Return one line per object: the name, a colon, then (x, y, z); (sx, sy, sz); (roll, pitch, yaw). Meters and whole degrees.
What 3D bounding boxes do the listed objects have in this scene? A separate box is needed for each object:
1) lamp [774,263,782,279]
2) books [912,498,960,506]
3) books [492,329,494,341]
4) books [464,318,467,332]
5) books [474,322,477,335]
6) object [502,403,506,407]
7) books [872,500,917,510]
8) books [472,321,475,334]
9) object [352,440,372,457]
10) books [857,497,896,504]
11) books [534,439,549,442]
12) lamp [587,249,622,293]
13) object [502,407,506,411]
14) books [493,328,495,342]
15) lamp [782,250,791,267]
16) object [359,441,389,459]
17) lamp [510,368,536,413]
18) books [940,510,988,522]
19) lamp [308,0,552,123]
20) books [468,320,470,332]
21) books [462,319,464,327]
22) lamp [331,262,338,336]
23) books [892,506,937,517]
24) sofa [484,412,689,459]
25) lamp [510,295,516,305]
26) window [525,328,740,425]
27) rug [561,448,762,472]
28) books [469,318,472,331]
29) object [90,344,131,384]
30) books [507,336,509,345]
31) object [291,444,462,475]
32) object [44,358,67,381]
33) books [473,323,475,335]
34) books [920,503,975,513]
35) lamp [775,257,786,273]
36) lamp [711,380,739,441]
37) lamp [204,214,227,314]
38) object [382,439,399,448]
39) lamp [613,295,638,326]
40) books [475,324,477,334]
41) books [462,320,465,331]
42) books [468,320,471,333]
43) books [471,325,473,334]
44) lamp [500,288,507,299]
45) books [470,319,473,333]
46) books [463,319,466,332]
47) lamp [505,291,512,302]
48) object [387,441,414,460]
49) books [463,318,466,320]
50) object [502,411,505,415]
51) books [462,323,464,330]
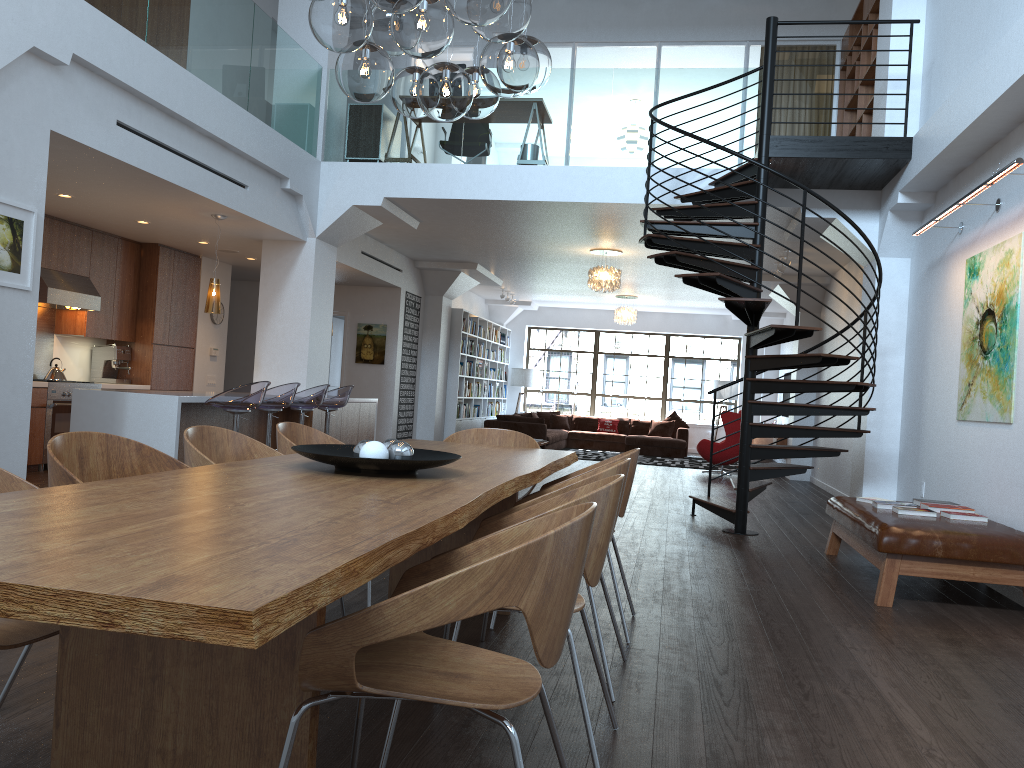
lamp: (3.531, -1.507, 11.788); (0.111, 0.211, 0.120); (3, -1, 45)
books: (2.936, 0.832, 6.137); (0.254, 0.044, 0.183); (4, -1, 5)
books: (-0.459, -0.975, 17.807); (0.171, 0.246, 0.057); (4, -1, 10)
books: (-0.887, -1.028, 15.458); (0.170, 0.251, 0.118); (4, -1, 10)
books: (-0.749, -1.012, 16.184); (0.182, 0.255, 0.077); (4, -1, 10)
object: (-0.326, 0.453, 19.275); (0.316, 0.088, 0.410); (4, -1, 10)
books: (2.521, 0.803, 5.848); (0.247, 0.040, 0.185); (4, -1, 14)
books: (-0.778, -1.013, 15.997); (0.182, 0.253, 0.098); (4, -1, 10)
object: (-0.510, 0.245, 3.114); (0.100, 0.100, 0.100); (4, -1, -35)
books: (2.530, 0.812, 6.172); (0.161, 0.031, 0.223); (4, -1, -12)
books: (0.403, 0.924, 14.607); (0.256, 0.035, 0.350); (3, -1, 36)
lamp: (1.230, -1.485, 11.743); (0.442, 0.539, 0.441); (4, -1, -37)
object: (-0.324, 0.541, 19.273); (0.331, 0.088, 0.410); (4, -1, 10)
books: (-0.445, -0.996, 17.889); (0.176, 0.290, 0.053); (4, -1, 10)
lamp: (3.344, -1.528, 10.780); (0.120, 0.211, 0.111); (4, -1, -15)
object: (-0.469, 0.244, 3.019); (0.100, 0.100, 0.100); (4, -1, -35)
lamp: (0.211, 0.454, 19.494); (0.545, 1.579, 0.545); (4, -1, -1)
books: (2.802, 0.821, 5.501); (0.224, 0.036, 0.161); (4, -1, 5)
lamp: (-0.263, -2.161, 3.443); (0.849, 2.140, 1.787); (4, -1, 9)
books: (-0.844, -1.020, 15.696); (0.170, 0.251, 0.118); (4, -1, 10)
books: (-0.932, -1.014, 15.197); (0.182, 0.215, 0.188); (4, -1, 10)
lamp: (-2.238, -1.045, 10.855); (0.149, 0.900, 0.149); (4, -1, -35)
books: (2.530, 0.803, 5.577); (0.224, 0.032, 0.161); (4, -1, 10)
sofa: (1.584, 0.977, 16.753); (3.481, 0.664, 4.197); (4, -1, 10)
lamp: (0.013, -1.682, 17.723); (0.120, 0.211, 0.111); (4, -1, -15)
window: (2.616, -0.176, 19.684); (4.648, 1.905, 0.114); (4, -1, 10)
rug: (2.801, 1.379, 16.002); (4.200, 0.007, 3.100); (4, -1, 12)
books: (-0.819, -1.038, 15.836); (0.176, 0.293, 0.125); (4, -1, 10)
object: (-4.507, -0.227, 10.111); (0.439, 0.455, 0.284); (4, -1, 10)
books: (-0.142, -0.933, 19.459); (0.140, 0.231, 0.042); (4, -1, 10)
object: (-0.474, 0.270, 3.114); (0.592, 0.066, 0.592); (4, -1, -32)
object: (-4.751, -0.159, 9.242); (0.222, 0.235, 0.222); (4, -1, -15)
books: (-0.766, -1.008, 16.083); (0.174, 0.243, 0.085); (4, -1, 10)
books: (2.860, 0.823, 5.827); (0.283, 0.043, 0.197); (4, -1, 10)
lamp: (3.439, -1.517, 11.290); (0.120, 0.211, 0.111); (4, -1, -30)
lamp: (4.425, 0.719, 18.606); (0.545, 1.579, 0.545); (4, -1, 21)
lamp: (-1.675, -1.479, 9.052); (2.842, 1.807, 0.149); (4, -1, -40)
object: (-0.430, 0.245, 3.175); (0.100, 0.100, 0.100); (4, -1, -35)
lamp: (2.146, -1.381, 16.720); (0.442, 0.539, 0.441); (4, -1, -37)
books: (-0.746, -1.001, 16.254); (0.167, 0.233, 0.077); (4, -1, 10)
books: (-0.904, -1.013, 15.350); (0.161, 0.218, 0.101); (4, -1, 10)
books: (-0.831, -1.015, 15.748); (0.174, 0.242, 0.105); (4, -1, 10)
books: (-0.786, -1.013, 15.965); (0.159, 0.248, 0.089); (4, -1, 10)
lamp: (-0.173, -1.703, 16.716); (0.111, 0.211, 0.120); (3, -1, 45)
books: (-0.812, -1.036, 15.898); (0.197, 0.290, 0.136); (4, -1, 10)
books: (-0.895, -1.014, 15.383); (0.161, 0.222, 0.084); (4, -1, 10)
lamp: (-0.081, -1.693, 17.213); (0.120, 0.211, 0.111); (4, -1, -30)
object: (-0.390, 0.247, 3.081); (0.100, 0.100, 0.100); (4, -1, -35)
books: (-0.897, -1.027, 15.415); (0.159, 0.248, 0.089); (4, -1, 10)
object: (-0.330, 0.629, 19.272); (0.331, 0.088, 0.410); (4, -1, 10)
books: (-0.924, -1.009, 15.288); (0.167, 0.210, 0.162); (4, -1, 10)
